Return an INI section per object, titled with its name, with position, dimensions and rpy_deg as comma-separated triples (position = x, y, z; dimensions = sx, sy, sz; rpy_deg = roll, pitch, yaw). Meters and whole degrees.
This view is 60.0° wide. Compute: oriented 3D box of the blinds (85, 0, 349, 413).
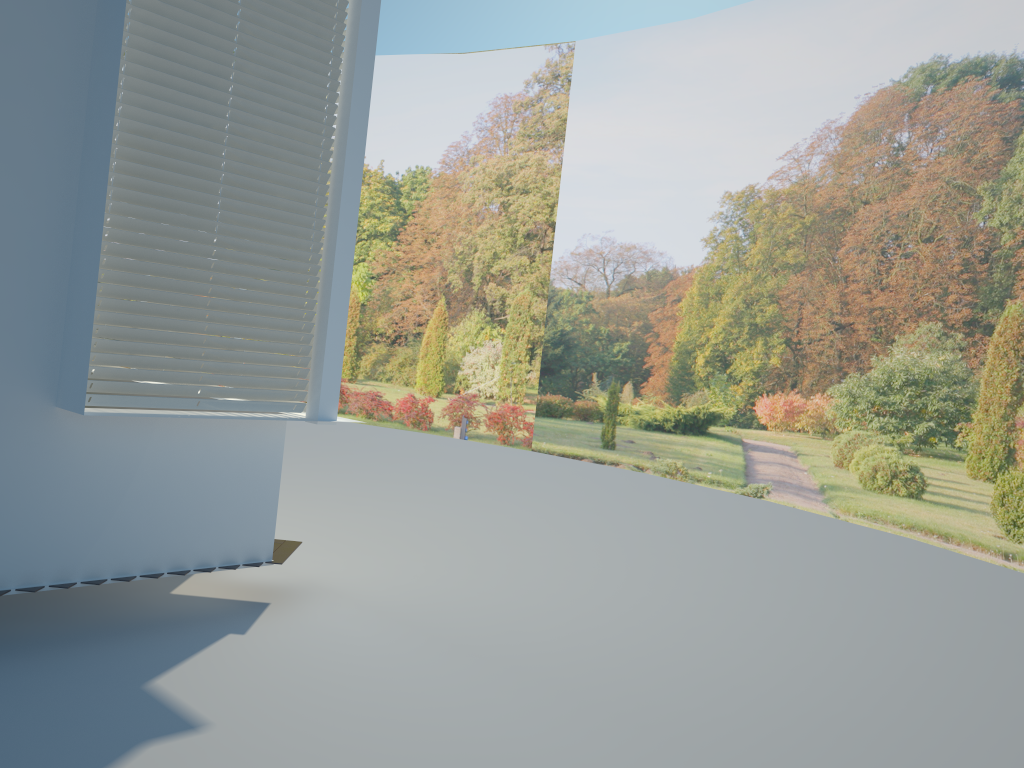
[blinds]
position = -2.040, -2.114, 5.766
dimensions = 1.219, 4.264, 3.921
rpy_deg = 6, 1, -29
